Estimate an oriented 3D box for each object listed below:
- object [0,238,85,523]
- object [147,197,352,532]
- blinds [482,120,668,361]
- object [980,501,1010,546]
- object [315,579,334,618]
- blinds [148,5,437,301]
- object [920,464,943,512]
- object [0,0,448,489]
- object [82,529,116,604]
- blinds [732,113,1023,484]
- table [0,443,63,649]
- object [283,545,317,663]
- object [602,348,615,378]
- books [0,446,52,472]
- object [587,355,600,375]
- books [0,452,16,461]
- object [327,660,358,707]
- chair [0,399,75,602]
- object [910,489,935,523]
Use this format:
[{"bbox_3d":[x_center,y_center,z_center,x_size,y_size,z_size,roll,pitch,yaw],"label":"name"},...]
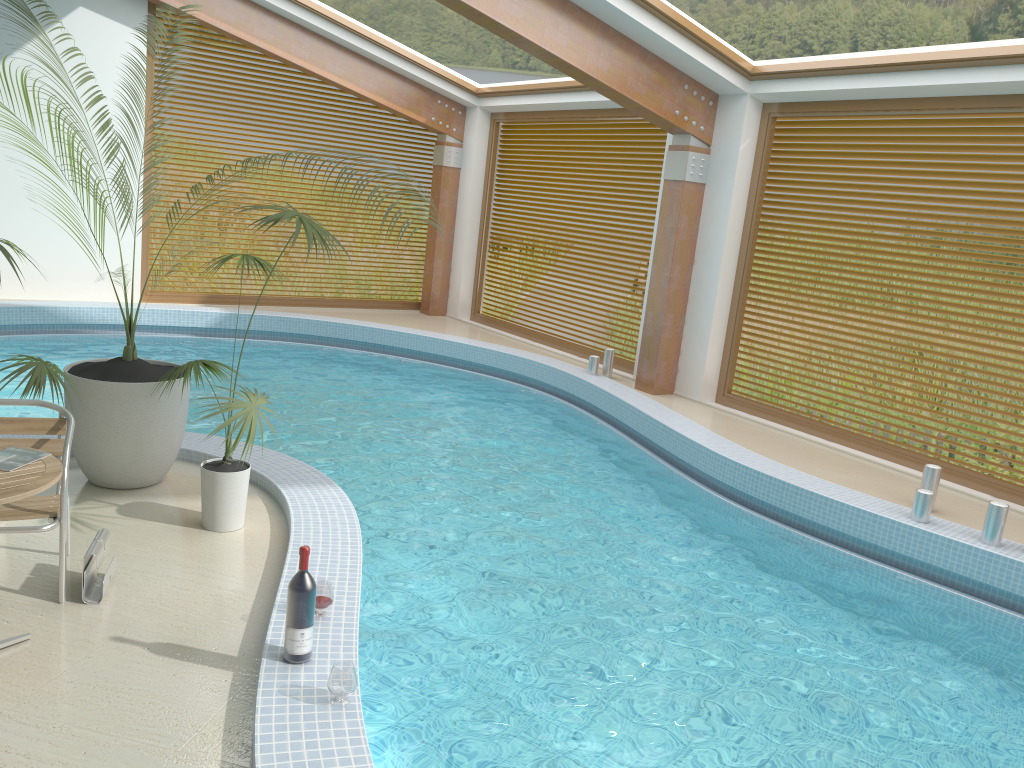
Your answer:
[{"bbox_3d":[-2.568,-0.148,4.104,1.059,1.695,0.791,7,12,1],"label":"object"},{"bbox_3d":[-1.327,-0.084,4.474,1.059,1.695,0.791,17,16,42],"label":"object"},{"bbox_3d":[0.829,-1.951,11.552,0.095,2.921,4.200,-1,14,-34],"label":"blinds"},{"bbox_3d":[2.970,0.857,5.456,0.115,0.254,0.115,8,12,6],"label":"object"},{"bbox_3d":[-0.777,0.874,3.612,0.102,0.137,0.102,1,13,-25],"label":"object"},{"bbox_3d":[-2.984,-3.153,12.496,4.500,4.025,0.099,-1,14,-34],"label":"blinds"},{"bbox_3d":[2.949,0.734,6.271,0.115,0.320,0.115,9,12,14],"label":"object"},{"bbox_3d":[-1.942,-0.855,4.698,2.979,2.960,2.729,3,12,-17],"label":"object"},{"bbox_3d":[-1.749,0.770,3.765,0.081,0.223,0.272,3,12,-14],"label":"object"},{"bbox_3d":[3.568,-0.801,7.489,0.095,2.921,4.200,-1,14,-34],"label":"blinds"},{"bbox_3d":[-1.938,0.643,3.045,0.700,0.720,0.700,3,12,-15],"label":"table"},{"bbox_3d":[-0.769,0.798,3.235,0.109,0.435,0.109,7,12,0],"label":"object"},{"bbox_3d":[1.078,-0.232,9.925,0.115,0.320,0.115,9,12,14],"label":"object"},{"bbox_3d":[-1.783,0.266,3.151,0.166,0.004,0.241,8,12,7],"label":"books"},{"bbox_3d":[0.883,-0.209,9.597,0.115,0.204,0.115,8,12,6],"label":"object"},{"bbox_3d":[-1.880,0.264,3.085,0.166,0.004,0.241,8,12,7],"label":"books"},{"bbox_3d":[-0.577,1.019,3.019,0.102,0.137,0.102,1,13,-25],"label":"object"},{"bbox_3d":[-2.161,0.479,3.663,0.618,0.727,0.563,2,12,-22],"label":"chair"},{"bbox_3d":[2.667,0.790,5.761,0.115,0.194,0.115,8,12,6],"label":"object"}]
